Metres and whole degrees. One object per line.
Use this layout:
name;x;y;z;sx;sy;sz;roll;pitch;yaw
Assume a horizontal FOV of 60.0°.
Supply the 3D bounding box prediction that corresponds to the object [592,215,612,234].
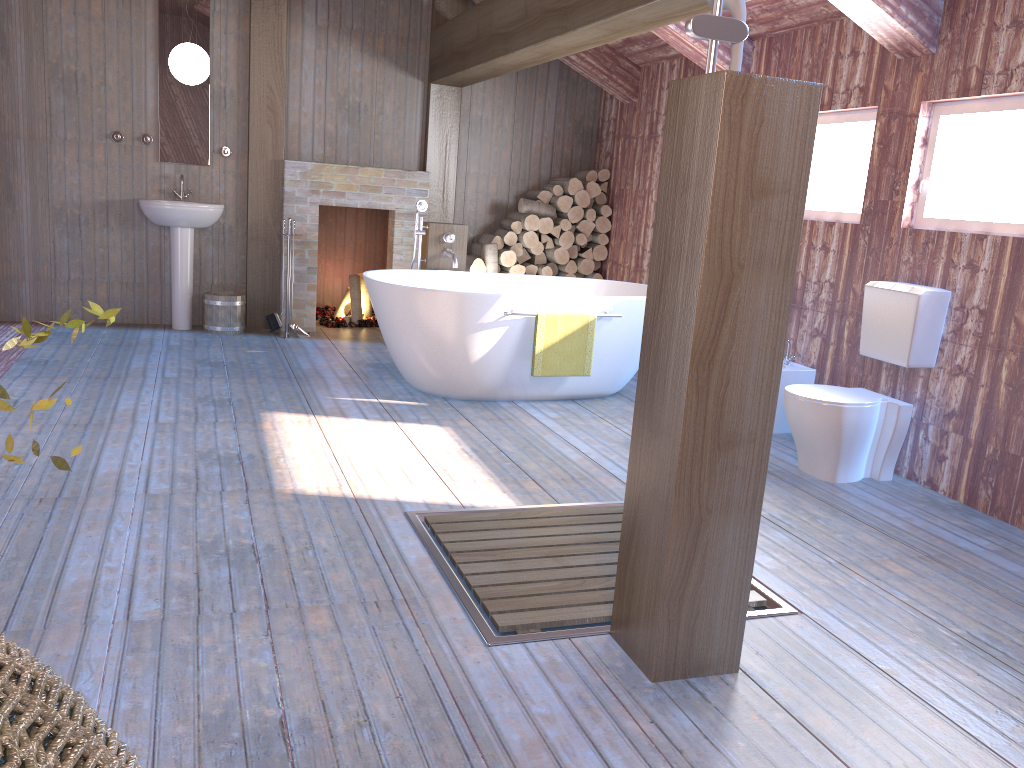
object;0.685;-1.363;7.505;0.147;0.152;0.439;0;13;-19

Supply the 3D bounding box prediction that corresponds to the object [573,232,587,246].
object;0.501;-1.237;7.463;0.102;0.109;0.438;0;13;-19

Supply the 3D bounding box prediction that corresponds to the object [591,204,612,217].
object;0.707;-1.472;7.482;0.102;0.109;0.438;0;13;-19

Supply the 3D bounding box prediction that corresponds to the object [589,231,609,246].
object;0.685;-1.246;7.529;0.102;0.109;0.438;0;13;-19

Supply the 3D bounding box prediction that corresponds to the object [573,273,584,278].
object;0.496;-0.924;7.648;0.118;0.106;0.319;0;13;-22

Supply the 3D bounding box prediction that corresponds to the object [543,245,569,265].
object;0.328;-1.095;7.437;0.141;0.143;0.437;0;13;-21

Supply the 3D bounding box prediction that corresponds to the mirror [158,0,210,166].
mirror;-2.386;-2.217;6.461;0.350;1.199;0.009;0;13;-20

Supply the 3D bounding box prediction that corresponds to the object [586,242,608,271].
object;0.659;-1.086;7.569;0.137;0.256;0.439;0;13;-19

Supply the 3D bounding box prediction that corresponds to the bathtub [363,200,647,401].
bathtub;0.069;-0.506;5.425;1.935;1.109;1.460;5;12;2

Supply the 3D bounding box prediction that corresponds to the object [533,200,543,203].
object;0.163;-1.471;7.392;0.113;0.130;0.291;0;13;-19

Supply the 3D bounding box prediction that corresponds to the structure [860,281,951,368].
structure;1.815;-0.283;4.141;0.182;0.363;0.358;0;13;-19

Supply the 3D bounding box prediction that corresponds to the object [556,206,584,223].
object;0.446;-1.418;7.403;0.143;0.151;0.440;0;13;-19

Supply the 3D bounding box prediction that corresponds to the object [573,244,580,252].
object;0.511;-1.153;7.475;0.065;0.069;0.177;0;13;-20

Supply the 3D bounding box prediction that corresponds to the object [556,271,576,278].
object;0.433;-0.895;7.492;0.116;0.117;0.289;0;13;-22

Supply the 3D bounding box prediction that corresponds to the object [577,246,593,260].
object;0.558;-1.130;7.512;0.115;0.112;0.423;0;13;-19

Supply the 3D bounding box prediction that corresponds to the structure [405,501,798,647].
structure;0.237;0.610;2.992;1.000;0.067;1.000;0;13;-20

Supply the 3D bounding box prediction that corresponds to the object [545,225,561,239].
object;0.278;-1.272;7.373;0.109;0.124;0.424;0;13;-20

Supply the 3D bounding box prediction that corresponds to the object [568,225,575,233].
object;0.440;-1.290;7.407;0.095;0.090;0.278;0;13;-18

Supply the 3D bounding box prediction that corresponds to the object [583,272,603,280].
object;0.631;-0.907;7.614;0.139;0.137;0.455;0;13;-21

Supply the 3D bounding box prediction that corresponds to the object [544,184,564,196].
object;0.341;-1.599;7.310;0.094;0.097;0.227;0;13;-19

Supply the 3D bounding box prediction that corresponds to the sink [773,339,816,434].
sink;1.373;0.004;4.913;0.515;0.517;0.335;0;13;-19

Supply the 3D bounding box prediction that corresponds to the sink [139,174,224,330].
sink;-2.426;-0.956;6.524;0.582;1.143;0.475;0;13;-20

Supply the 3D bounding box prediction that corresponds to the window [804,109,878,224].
window;1.689;-1.241;5.085;0.054;0.587;1.255;0;13;-19

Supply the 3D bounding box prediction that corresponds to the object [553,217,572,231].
object;0.368;-1.341;7.388;0.102;0.109;0.438;0;13;-19

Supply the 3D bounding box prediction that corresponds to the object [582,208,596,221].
object;0.579;-1.430;7.445;0.089;0.106;0.437;0;13;-19

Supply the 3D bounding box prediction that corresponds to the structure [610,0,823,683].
structure;0.520;-0.356;2.268;0.328;2.209;0.522;5;12;1

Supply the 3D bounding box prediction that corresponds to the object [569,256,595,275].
object;0.546;-1.017;7.543;0.137;0.133;0.437;0;13;-21

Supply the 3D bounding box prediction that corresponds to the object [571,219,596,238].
object;0.530;-1.322;7.487;0.172;0.151;0.482;0;13;-19

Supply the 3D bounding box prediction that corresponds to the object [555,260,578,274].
object;0.438;-1.001;7.473;0.114;0.113;0.301;0;13;-22

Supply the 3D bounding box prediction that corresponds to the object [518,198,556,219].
object;0.203;-1.422;7.203;0.302;0.157;0.121;0;13;-19

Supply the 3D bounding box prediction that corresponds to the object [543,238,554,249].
object;0.273;-1.186;7.400;0.085;0.096;0.280;0;13;-19

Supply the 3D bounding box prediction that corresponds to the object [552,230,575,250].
object;0.377;-1.216;7.426;0.136;0.157;0.439;0;13;-19

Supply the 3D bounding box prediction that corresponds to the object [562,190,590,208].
object;0.494;-1.551;7.388;0.141;0.143;0.437;0;13;-21

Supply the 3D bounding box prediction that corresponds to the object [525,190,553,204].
object;0.220;-1.554;7.393;0.140;0.121;0.319;0;13;-18

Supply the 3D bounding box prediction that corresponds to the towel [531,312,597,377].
towel;0.291;-0.220;4.951;0.370;0.361;0.032;-1;13;-23

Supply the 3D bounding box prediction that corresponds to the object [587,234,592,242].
object;0.612;-1.256;7.549;0.088;0.092;0.280;0;13;-19

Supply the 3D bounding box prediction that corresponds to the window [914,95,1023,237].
window;2.175;-0.898;3.658;0.054;0.587;1.255;0;13;-19

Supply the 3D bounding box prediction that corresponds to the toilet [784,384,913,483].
toilet;1.512;0.236;4.164;0.534;0.400;0.375;0;13;-19

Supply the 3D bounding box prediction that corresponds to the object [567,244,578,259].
object;0.444;-1.127;7.456;0.111;0.118;0.302;0;13;-20

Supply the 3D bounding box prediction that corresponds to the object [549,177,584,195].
object;0.447;-1.644;7.368;0.135;0.139;0.456;0;13;-19

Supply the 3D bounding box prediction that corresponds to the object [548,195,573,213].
object;0.355;-1.509;7.367;0.139;0.148;0.458;0;13;-19

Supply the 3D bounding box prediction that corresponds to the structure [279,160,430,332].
structure;-1.262;-1.059;7.067;1.130;1.330;0.226;0;13;-20
